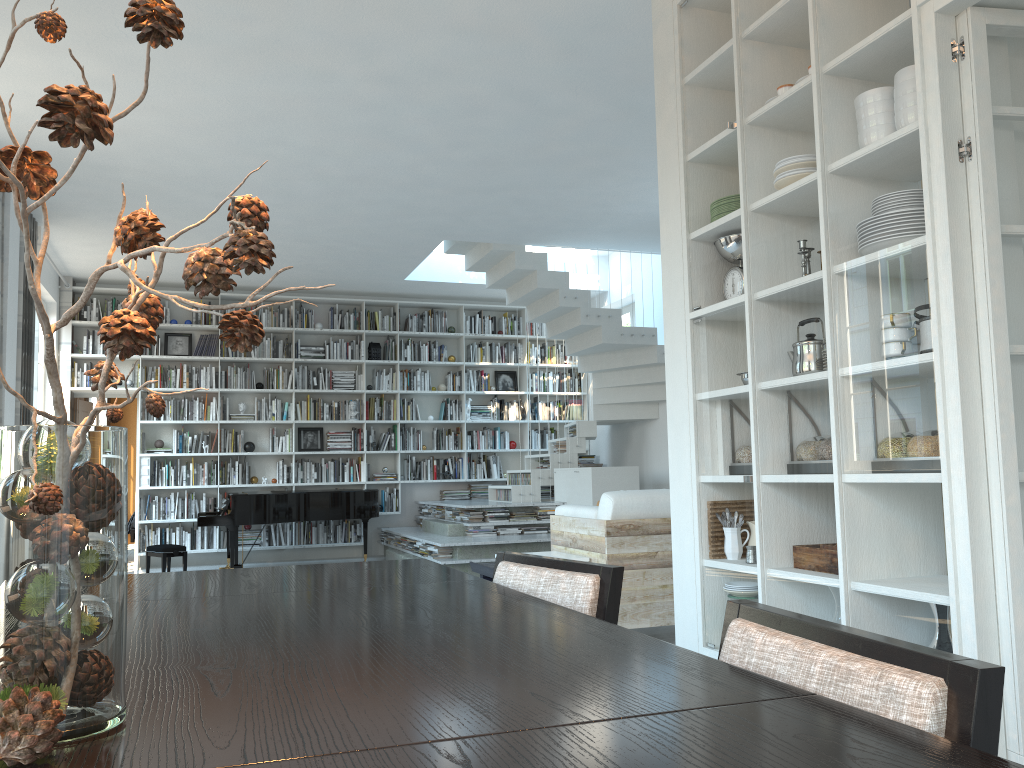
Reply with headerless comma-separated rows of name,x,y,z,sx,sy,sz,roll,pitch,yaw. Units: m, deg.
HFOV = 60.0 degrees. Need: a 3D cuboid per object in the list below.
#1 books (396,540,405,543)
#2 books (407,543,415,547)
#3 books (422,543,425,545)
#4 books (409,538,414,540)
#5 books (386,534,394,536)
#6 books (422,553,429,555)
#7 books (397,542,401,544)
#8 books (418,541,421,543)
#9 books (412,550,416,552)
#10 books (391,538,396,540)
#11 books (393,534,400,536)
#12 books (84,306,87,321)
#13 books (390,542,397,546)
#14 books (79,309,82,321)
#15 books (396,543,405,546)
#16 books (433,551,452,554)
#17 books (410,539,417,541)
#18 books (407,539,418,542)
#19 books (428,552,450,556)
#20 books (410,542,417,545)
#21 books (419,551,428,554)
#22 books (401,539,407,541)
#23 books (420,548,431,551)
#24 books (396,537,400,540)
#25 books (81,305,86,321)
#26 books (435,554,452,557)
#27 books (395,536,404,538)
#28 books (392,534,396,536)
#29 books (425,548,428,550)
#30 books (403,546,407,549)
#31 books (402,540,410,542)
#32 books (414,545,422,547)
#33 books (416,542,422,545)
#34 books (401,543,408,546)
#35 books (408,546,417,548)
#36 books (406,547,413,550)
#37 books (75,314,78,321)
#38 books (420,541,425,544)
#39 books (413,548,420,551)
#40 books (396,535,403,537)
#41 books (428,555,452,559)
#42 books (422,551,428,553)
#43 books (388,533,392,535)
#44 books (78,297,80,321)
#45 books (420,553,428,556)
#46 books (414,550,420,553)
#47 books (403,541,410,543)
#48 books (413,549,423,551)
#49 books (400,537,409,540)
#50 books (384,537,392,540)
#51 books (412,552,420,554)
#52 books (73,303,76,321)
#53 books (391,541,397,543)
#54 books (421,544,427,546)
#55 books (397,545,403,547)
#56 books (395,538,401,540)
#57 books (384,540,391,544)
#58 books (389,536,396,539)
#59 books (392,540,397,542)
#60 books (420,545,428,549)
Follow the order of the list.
books,-1.185,1.754,9.896,0.159,0.011,0.246,1,-6,-23
books,-0.984,1.690,9.312,0.160,0.025,0.244,1,-6,-24
books,-0.792,1.570,8.745,0.178,0.010,0.196,0,-6,-14
books,-0.977,1.627,9.321,0.160,0.008,0.239,1,-6,-18
books,-1.386,1.785,10.482,0.160,0.009,0.292,1,-6,-17
books,-0.786,1.666,8.737,0.178,0.009,0.277,1,-6,-21
books,-1.180,1.773,9.896,0.165,0.012,0.205,1,-6,-19
books,-0.876,1.603,9.033,0.139,0.013,0.288,0,-6,-14
books,-0.974,1.743,9.311,0.142,0.012,0.291,0,-6,-15
books,-1.292,1.776,10.188,0.171,0.020,0.193,0,-6,-15
books,-1.202,1.682,9.897,0.193,0.005,0.225,1,-6,-23
books,-4.783,-0.767,9.962,0.028,0.186,0.182,1,-6,-19
books,-1.293,1.832,10.182,0.177,0.026,0.230,0,-6,-16
books,-4.833,-0.772,9.950,0.024,0.194,0.167,1,-6,-19
books,-1.184,1.785,9.893,0.159,0.012,0.292,1,-6,-22
books,-0.665,1.597,8.462,0.137,0.019,0.224,1,-6,-18
books,-0.974,1.634,9.321,0.157,0.007,0.269,1,-6,-19
books,-0.987,1.645,9.316,0.170,0.014,0.281,1,-6,-22
books,-0.694,1.615,8.450,0.187,0.017,0.206,0,-6,-14
books,-0.974,1.669,9.318,0.142,0.017,0.239,1,-6,-23
books,-0.792,1.659,8.736,0.191,0.006,0.275,1,-6,-17
books,-1.089,1.686,9.606,0.165,0.014,0.236,1,-6,-24
books,-0.791,1.629,8.739,0.191,0.015,0.246,1,-6,-18
books,-1.197,1.718,9.895,0.182,0.016,0.199,0,-6,-14
books,-4.809,-0.809,9.956,0.025,0.269,0.177,1,-6,-19
books,-0.660,1.631,8.461,0.132,0.014,0.205,1,-6,-19
books,-1.190,1.703,9.899,0.171,0.015,0.253,1,-6,-22
books,-1.286,1.730,10.195,0.159,0.006,0.285,1,-6,-17
books,-0.779,1.620,8.745,0.150,0.004,0.291,0,-6,-15
books,-1.085,1.769,9.599,0.161,0.008,0.254,0,-6,-14
books,-1.081,1.698,9.607,0.169,0.009,0.242,1,-6,-19
books,-0.887,1.645,9.025,0.180,0.017,0.183,1,-6,-22
books,-0.874,1.623,9.032,0.141,0.028,0.223,1,-6,-24
books,-1.088,1.730,9.602,0.182,0.013,0.287,1,-6,-18
books,-0.985,1.707,9.310,0.177,0.011,0.220,1,-6,-17
books,-0.994,1.726,9.305,0.189,0.009,0.291,0,-6,-16
books,-4.871,-0.786,9.945,0.023,0.223,0.151,1,-6,-19
books,-0.792,1.558,8.746,0.182,0.016,0.257,0,-6,-16
books,-0.890,1.676,9.021,0.189,0.013,0.215,1,-6,-21
books,-1.188,1.690,9.901,0.174,0.011,0.228,1,-6,-20
books,-0.688,1.646,8.450,0.184,0.017,0.230,1,-6,-17
books,-0.778,1.653,8.741,0.170,0.006,0.268,1,-6,-19
books,-1.373,1.769,10.488,0.135,0.014,0.298,1,-6,-18
books,-4.851,-0.818,9.945,0.014,0.285,0.175,1,-6,-19
books,-0.796,1.678,8.733,0.191,0.016,0.209,0,-6,-14
books,-0.880,1.702,9.022,0.171,0.005,0.297,1,-6,-20
books,-1.076,1.707,9.608,0.155,0.009,0.298,1,-6,-18
books,-0.884,1.686,9.022,0.180,0.008,0.268,1,-6,-20
books,-1.092,1.674,9.606,0.179,0.012,0.249,1,-6,-22
books,-1.402,1.822,10.473,0.191,0.028,0.213,0,-6,-15
books,-0.895,1.715,9.015,0.193,0.005,0.225,1,-6,-23
books,-4.897,-0.787,9.946,0.024,0.227,0.130,1,-6,-19
books,-1.287,1.812,10.186,0.172,0.014,0.221,1,-6,-18
books,-0.782,1.587,8.747,0.175,0.006,0.251,1,-6,-19
books,-1.180,1.806,9.892,0.157,0.014,0.180,1,-6,-22
books,-1.191,1.731,9.896,0.169,0.009,0.242,1,-6,-23
books,-1.394,1.863,10.472,0.189,0.030,0.238,1,-6,-19
books,-1.295,1.758,10.189,0.180,0.015,0.294,1,-6,-21
books,-1.275,1.801,10.191,0.149,0.007,0.300,1,-6,-19
books,-0.790,1.605,8.742,0.168,0.013,0.281,1,-6,-24
